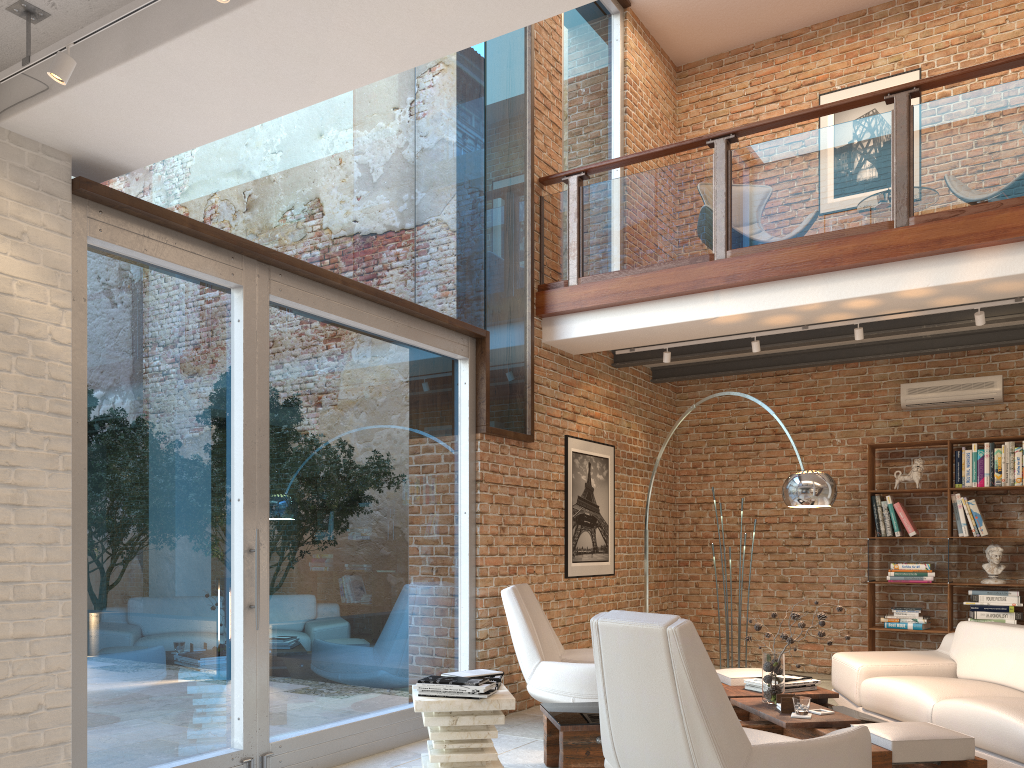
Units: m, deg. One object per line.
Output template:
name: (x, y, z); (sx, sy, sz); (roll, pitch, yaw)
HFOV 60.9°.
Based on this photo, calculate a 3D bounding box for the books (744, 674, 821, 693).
books: (1.625, 1.810, 5.275); (0.402, 0.073, 0.253); (5, -11, -26)

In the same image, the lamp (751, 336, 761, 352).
lamp: (1.869, -0.301, 6.677); (0.061, 0.119, 0.087); (-1, -4, 34)

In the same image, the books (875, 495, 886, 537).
books: (3.421, 1.223, 8.045); (0.091, 0.380, 0.246); (0, -3, 32)

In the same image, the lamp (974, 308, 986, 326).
lamp: (3.159, -0.451, 5.885); (0.061, 0.114, 0.095); (-2, -5, 39)

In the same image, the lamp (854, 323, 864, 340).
lamp: (2.501, -0.370, 6.284); (0.061, 0.127, 0.086); (-1, -4, 34)

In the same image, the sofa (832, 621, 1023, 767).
sofa: (2.914, 1.800, 4.974); (1.144, 0.744, 2.368); (1, -10, -8)

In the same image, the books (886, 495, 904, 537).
books: (3.505, 1.213, 7.978); (0.121, 0.377, 0.246); (-1, -3, 32)

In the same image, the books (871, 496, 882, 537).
books: (3.385, 1.226, 8.058); (0.091, 0.380, 0.246); (0, -3, 32)

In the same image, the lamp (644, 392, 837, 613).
lamp: (1.488, 1.221, 6.084); (0.320, 2.320, 2.053); (0, -4, -22)

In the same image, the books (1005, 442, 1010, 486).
books: (4.277, 0.701, 7.518); (0.036, 0.379, 0.246); (0, -3, 32)

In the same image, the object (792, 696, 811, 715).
object: (1.471, 1.635, 4.425); (0.091, 0.083, 0.092); (1, -6, -9)

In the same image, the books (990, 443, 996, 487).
books: (4.173, 0.710, 7.567); (0.036, 0.379, 0.246); (0, -3, 32)

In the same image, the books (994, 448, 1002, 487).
books: (4.205, 0.731, 7.529); (0.055, 0.326, 0.257); (0, -4, 32)

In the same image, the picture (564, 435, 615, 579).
picture: (0.685, 1.083, 7.564); (0.027, 1.182, 0.921); (0, -3, 32)

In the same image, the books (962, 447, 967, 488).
books: (3.994, 0.747, 7.689); (0.021, 0.355, 0.274); (0, -3, 32)

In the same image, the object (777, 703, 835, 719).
object: (1.529, 1.683, 4.486); (0.271, 0.034, 0.253); (-1, -10, 4)

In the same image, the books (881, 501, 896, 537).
books: (3.474, 1.247, 8.034); (0.102, 0.330, 0.257); (-1, -4, 32)

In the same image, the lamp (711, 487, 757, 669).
lamp: (2.050, 1.859, 8.098); (0.418, 1.801, 0.200); (0, 0, 2)

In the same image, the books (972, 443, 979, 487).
books: (4.059, 0.723, 7.632); (0.036, 0.379, 0.246); (0, -3, 32)

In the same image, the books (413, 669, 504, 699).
books: (-0.232, 1.562, 4.569); (0.390, 0.078, 0.577); (-3, -11, 16)

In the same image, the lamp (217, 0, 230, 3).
lamp: (-0.783, -1.104, 2.375); (0.061, 0.119, 0.087); (-1, -4, 34)

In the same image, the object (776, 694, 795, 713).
object: (1.445, 1.675, 4.568); (0.094, 0.081, 0.116); (0, -7, 4)

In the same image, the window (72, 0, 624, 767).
window: (-2.420, -1.324, 3.170); (0.648, 6.316, 12.483); (0, -7, 32)

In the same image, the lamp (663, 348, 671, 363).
lamp: (1.254, -0.226, 7.057); (0.059, 0.127, 0.087); (0, -3, 2)

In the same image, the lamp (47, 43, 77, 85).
lamp: (-1.442, -1.021, 2.795); (0.087, 0.127, 0.060); (0, -2, -8)

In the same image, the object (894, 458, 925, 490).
object: (3.585, 0.811, 7.868); (0.253, 0.280, 0.131); (-4, -4, 40)

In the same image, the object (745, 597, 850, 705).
object: (1.579, 1.456, 4.790); (0.542, 0.600, 0.319); (0, -2, 3)

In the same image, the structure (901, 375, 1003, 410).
structure: (3.950, 0.084, 7.841); (0.816, 0.216, 0.202); (-6, -7, 32)

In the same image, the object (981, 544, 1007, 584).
object: (4.173, 1.560, 7.555); (0.195, 0.346, 0.197); (2, -4, -42)

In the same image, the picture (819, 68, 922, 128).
picture: (3.393, -2.281, 8.293); (0.916, 1.183, 0.027); (-2, -1, 32)

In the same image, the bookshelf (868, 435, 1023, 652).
bookshelf: (4.613, 1.516, 7.269); (3.047, 2.174, 0.367); (-4, -3, 32)

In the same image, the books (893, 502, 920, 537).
books: (3.596, 1.238, 7.949); (0.195, 0.315, 0.257); (-2, -5, 32)

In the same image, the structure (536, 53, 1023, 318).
structure: (2.230, -0.655, 0.873); (10.201, 4.080, 14.026); (-6, -11, 31)
